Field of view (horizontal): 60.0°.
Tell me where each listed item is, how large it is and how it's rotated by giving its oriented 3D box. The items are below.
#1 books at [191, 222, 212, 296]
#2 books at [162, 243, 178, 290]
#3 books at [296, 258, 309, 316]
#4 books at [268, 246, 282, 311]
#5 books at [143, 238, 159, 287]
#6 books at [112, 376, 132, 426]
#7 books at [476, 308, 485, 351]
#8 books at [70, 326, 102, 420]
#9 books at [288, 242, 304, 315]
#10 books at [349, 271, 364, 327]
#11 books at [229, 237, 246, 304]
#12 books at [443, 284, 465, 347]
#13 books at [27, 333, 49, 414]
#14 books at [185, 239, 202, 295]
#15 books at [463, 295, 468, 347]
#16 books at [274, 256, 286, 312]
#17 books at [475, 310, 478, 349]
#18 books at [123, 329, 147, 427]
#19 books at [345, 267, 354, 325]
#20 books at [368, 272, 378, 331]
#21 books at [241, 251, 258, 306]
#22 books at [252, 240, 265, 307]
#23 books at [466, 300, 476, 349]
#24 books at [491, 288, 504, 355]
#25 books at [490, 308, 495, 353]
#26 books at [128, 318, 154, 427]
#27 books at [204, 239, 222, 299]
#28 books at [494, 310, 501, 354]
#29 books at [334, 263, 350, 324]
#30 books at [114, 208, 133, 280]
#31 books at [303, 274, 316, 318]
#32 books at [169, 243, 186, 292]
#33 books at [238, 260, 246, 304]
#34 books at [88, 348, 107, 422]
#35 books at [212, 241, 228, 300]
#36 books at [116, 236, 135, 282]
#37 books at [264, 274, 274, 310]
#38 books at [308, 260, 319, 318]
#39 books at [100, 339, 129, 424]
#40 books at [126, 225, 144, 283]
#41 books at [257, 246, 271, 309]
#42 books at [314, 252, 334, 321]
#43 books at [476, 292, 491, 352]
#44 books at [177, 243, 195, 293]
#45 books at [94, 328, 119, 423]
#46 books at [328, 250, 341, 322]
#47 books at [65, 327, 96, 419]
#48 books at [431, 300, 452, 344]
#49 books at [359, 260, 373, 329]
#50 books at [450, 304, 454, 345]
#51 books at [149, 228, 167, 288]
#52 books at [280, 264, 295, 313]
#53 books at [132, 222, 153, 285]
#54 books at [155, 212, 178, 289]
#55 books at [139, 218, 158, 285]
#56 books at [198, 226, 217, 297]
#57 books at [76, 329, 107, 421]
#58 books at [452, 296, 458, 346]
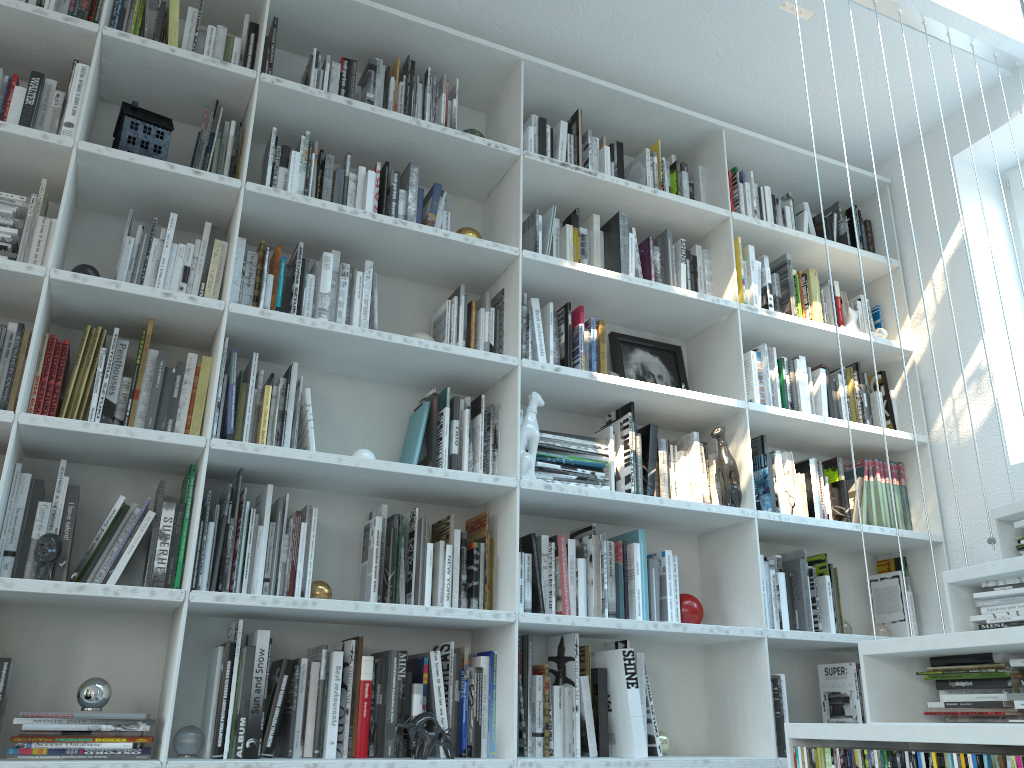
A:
[{"bbox_3d":[-0.889,-0.294,2.499,0.028,0.292,0.155,10,-22,-23],"label":"books"},{"bbox_3d":[-0.953,-0.264,2.441,0.024,0.194,0.173,10,-22,-23],"label":"books"},{"bbox_3d":[-0.633,-0.226,2.591,0.022,0.236,0.165,10,-22,-23],"label":"books"},{"bbox_3d":[-0.710,-0.250,2.597,0.014,0.282,0.136,10,-22,-23],"label":"books"},{"bbox_3d":[-1.004,-0.273,2.438,0.023,0.206,0.171,10,-22,-23],"label":"books"},{"bbox_3d":[-1.025,0.086,2.315,0.030,0.180,0.132,10,-22,-23],"label":"books"},{"bbox_3d":[-0.128,-0.116,2.814,0.013,0.201,0.174,10,-22,-23],"label":"books"},{"bbox_3d":[-1.098,0.010,2.273,0.035,0.292,0.145,10,-22,-23],"label":"books"},{"bbox_3d":[-0.647,-0.251,2.586,0.014,0.279,0.178,10,-22,-23],"label":"books"},{"bbox_3d":[-0.488,-0.195,2.660,0.021,0.231,0.183,10,-22,-23],"label":"books"},{"bbox_3d":[-0.800,-0.263,2.520,0.028,0.250,0.190,10,-22,-23],"label":"books"},{"bbox_3d":[-0.189,-0.160,2.792,0.015,0.266,0.164,10,-22,-23],"label":"books"},{"bbox_3d":[-1.199,0.017,2.241,0.014,0.253,0.161,10,-22,-23],"label":"books"},{"bbox_3d":[-0.905,-0.269,2.480,0.024,0.233,0.150,10,-22,-23],"label":"books"},{"bbox_3d":[-0.180,-0.143,2.804,0.016,0.243,0.152,10,-22,-23],"label":"books"},{"bbox_3d":[-0.690,-0.231,2.577,0.013,0.235,0.158,10,-22,-23],"label":"books"},{"bbox_3d":[-0.145,-0.116,2.820,0.012,0.205,0.138,10,-22,-23],"label":"books"},{"bbox_3d":[-0.990,0.025,2.308,0.019,0.292,0.183,10,-22,-23],"label":"books"},{"bbox_3d":[-0.514,-0.208,2.669,0.024,0.261,0.134,10,-22,-23],"label":"books"},{"bbox_3d":[-0.437,-0.191,2.698,0.034,0.253,0.161,10,-22,-23],"label":"books"},{"bbox_3d":[-0.772,-0.244,2.555,0.030,0.241,0.138,10,-22,-23],"label":"books"},{"bbox_3d":[-0.750,-0.259,2.567,0.014,0.277,0.154,10,-22,-23],"label":"books"},{"bbox_3d":[-0.155,-0.130,2.813,0.016,0.227,0.160,10,-22,-23],"label":"books"},{"bbox_3d":[-0.066,-0.146,2.840,0.005,0.277,0.183,10,-22,-23],"label":"books"},{"bbox_3d":[-0.098,-0.116,2.816,0.013,0.203,0.174,10,-22,-23],"label":"books"},{"bbox_3d":[-0.986,0.012,2.337,0.022,0.336,0.170,10,-22,-23],"label":"books"},{"bbox_3d":[-0.853,-0.264,2.485,0.028,0.229,0.177,10,-22,-23],"label":"books"},{"bbox_3d":[-0.077,-0.111,2.830,0.012,0.205,0.170,10,-22,-23],"label":"books"},{"bbox_3d":[-0.528,-0.210,2.639,0.025,0.244,0.184,10,-22,-23],"label":"books"},{"bbox_3d":[-1.074,-0.319,2.427,0.019,0.284,0.160,10,-22,-23],"label":"books"},{"bbox_3d":[-0.616,-0.200,2.600,0.025,0.193,0.171,10,-22,-23],"label":"books"},{"bbox_3d":[-0.938,-0.261,2.451,0.027,0.196,0.185,10,-22,-23],"label":"books"},{"bbox_3d":[-0.793,-0.231,2.545,0.013,0.209,0.140,10,-22,-23],"label":"books"},{"bbox_3d":[-1.071,0.045,2.280,0.015,0.231,0.180,10,-22,-23],"label":"books"},{"bbox_3d":[-0.842,-0.260,2.507,0.026,0.237,0.173,10,-22,-23],"label":"books"},{"bbox_3d":[-1.054,-0.277,2.396,0.028,0.185,0.182,10,-22,-23],"label":"books"},{"bbox_3d":[-0.720,-0.209,2.558,0.021,0.178,0.137,10,-22,-23],"label":"books"},{"bbox_3d":[-0.602,-0.224,2.623,0.011,0.256,0.132,10,-22,-23],"label":"books"},{"bbox_3d":[-1.046,0.036,2.319,0.035,0.277,0.139,10,-22,-23],"label":"books"},{"bbox_3d":[-1.045,-0.294,2.432,0.024,0.241,0.160,10,-22,-23],"label":"books"},{"bbox_3d":[-0.730,-0.247,2.553,0.014,0.247,0.177,10,-22,-23],"label":"books"},{"bbox_3d":[-0.572,-0.231,2.611,0.030,0.262,0.182,10,-22,-23],"label":"books"},{"bbox_3d":[-0.111,-0.142,2.821,0.016,0.256,0.176,10,-22,-23],"label":"books"},{"bbox_3d":[-0.919,-0.264,2.463,0.029,0.210,0.158,10,-22,-23],"label":"books"},{"bbox_3d":[-1.054,0.018,2.295,0.019,0.293,0.164,10,-22,-23],"label":"books"},{"bbox_3d":[-0.557,-0.233,2.650,0.027,0.294,0.160,10,-22,-23],"label":"books"},{"bbox_3d":[-1.115,0.013,2.280,0.035,0.292,0.145,10,-22,-23],"label":"books"},{"bbox_3d":[-0.226,-0.137,2.787,0.015,0.219,0.140,10,-22,-23],"label":"books"},{"bbox_3d":[-0.462,-0.214,2.666,0.024,0.271,0.170,10,-22,-23],"label":"books"},{"bbox_3d":[-0.215,-0.130,2.785,0.005,0.204,0.154,10,-22,-23],"label":"books"},{"bbox_3d":[-0.988,-0.285,2.444,0.023,0.235,0.179,10,-22,-23],"label":"books"},{"bbox_3d":[-0.674,-0.218,2.583,0.026,0.215,0.162,10,-22,-23],"label":"books"},{"bbox_3d":[-1.027,-0.297,2.435,0.028,0.249,0.165,10,-22,-23],"label":"books"},{"bbox_3d":[-0.963,-0.308,2.439,0.028,0.274,0.187,10,-22,-23],"label":"books"},{"bbox_3d":[-1.014,-0.306,2.446,0.019,0.274,0.146,10,-22,-23],"label":"books"},{"bbox_3d":[-0.874,-0.284,2.500,0.025,0.276,0.173,10,-22,-23],"label":"books"},{"bbox_3d":[-1.092,0.017,2.290,0.035,0.292,0.145,10,-22,-23],"label":"books"},{"bbox_3d":[-0.206,-0.141,2.791,0.012,0.231,0.154,10,-22,-23],"label":"books"}]
